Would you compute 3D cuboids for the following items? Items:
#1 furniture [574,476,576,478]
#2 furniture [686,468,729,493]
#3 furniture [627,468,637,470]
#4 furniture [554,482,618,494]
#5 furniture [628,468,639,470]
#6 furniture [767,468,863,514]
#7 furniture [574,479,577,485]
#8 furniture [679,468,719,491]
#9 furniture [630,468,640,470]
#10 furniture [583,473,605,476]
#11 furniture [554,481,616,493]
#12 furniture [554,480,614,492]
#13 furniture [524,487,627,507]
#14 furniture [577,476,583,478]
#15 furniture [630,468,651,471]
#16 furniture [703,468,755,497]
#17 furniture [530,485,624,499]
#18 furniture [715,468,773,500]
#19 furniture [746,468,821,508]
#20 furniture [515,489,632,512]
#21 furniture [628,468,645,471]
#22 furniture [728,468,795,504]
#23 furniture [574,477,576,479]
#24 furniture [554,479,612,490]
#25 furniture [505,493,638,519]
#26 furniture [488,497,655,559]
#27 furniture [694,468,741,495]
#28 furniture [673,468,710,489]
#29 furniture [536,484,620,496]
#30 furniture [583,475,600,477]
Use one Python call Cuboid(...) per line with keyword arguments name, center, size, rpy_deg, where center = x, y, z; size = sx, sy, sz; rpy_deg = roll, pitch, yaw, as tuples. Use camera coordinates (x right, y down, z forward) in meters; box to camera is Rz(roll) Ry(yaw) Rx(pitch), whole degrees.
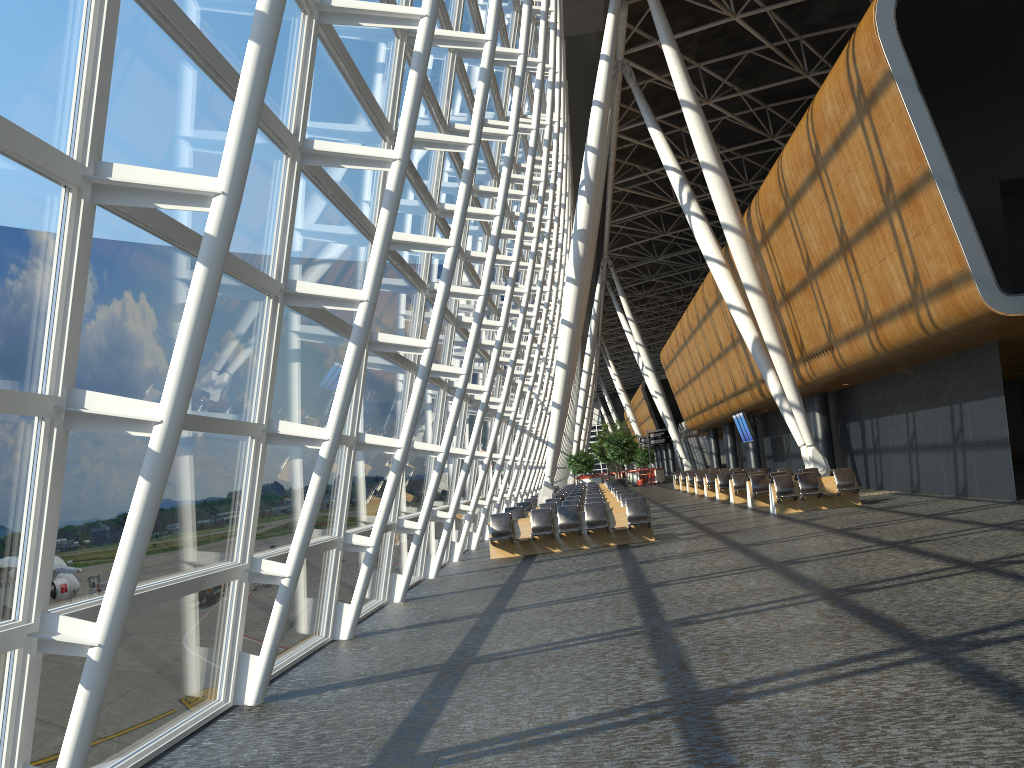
Cuboid(name="furniture", center=(8.099, 10.324, 95.730), size=(3.254, 0.868, 1.665), rpy_deg=(-7, -5, 5))
Cuboid(name="furniture", center=(8.554, 4.178, 38.325), size=(1.898, 0.868, 1.665), rpy_deg=(-7, -5, 5))
Cuboid(name="furniture", center=(14.694, 10.775, 107.416), size=(1.898, 0.868, 1.665), rpy_deg=(-7, -5, 5))
Cuboid(name="furniture", center=(2.756, 4.583, 35.603), size=(3.254, 0.868, 1.665), rpy_deg=(-7, -5, 5))
Cuboid(name="furniture", center=(14.428, 10.490, 104.428), size=(1.898, 0.868, 1.665), rpy_deg=(-7, -5, 5))
Cuboid(name="furniture", center=(6.961, 2.467, 20.397), size=(1.898, 0.868, 1.665), rpy_deg=(-7, -5, 5))
Cuboid(name="furniture", center=(6.772, 8.897, 80.790), size=(3.254, 0.868, 1.665), rpy_deg=(-7, -5, 5))
Cuboid(name="furniture", center=(8.820, 4.464, 41.313), size=(1.898, 0.868, 1.665), rpy_deg=(-7, -5, 5))
Cuboid(name="furniture", center=(14.162, 10.205, 101.440), size=(1.898, 0.868, 1.665), rpy_deg=(-7, -5, 5))
Cuboid(name="furniture", center=(7.304, 8.316, 76.625), size=(2.814, 1.007, 0.896), rpy_deg=(-2, -5, -43))
Cuboid(name="furniture", center=(3.022, 4.868, 38.591), size=(3.254, 0.868, 1.665), rpy_deg=(-7, -5, 5))
Cuboid(name="furniture", center=(3.287, 5.153, 41.579), size=(3.254, 0.868, 1.665), rpy_deg=(-7, -5, 5))
Cuboid(name="furniture", center=(1.960, 3.727, 26.639), size=(3.254, 0.868, 1.665), rpy_deg=(-7, -5, 5))
Cuboid(name="furniture", center=(5.633, 7.603, 68.019), size=(0.892, 1.005, 2.829), rpy_deg=(-8, -5, 17))
Cuboid(name="furniture", center=(9.936, 7.120, 68.317), size=(0.884, 1.006, 2.852), rpy_deg=(-5, -5, -28))
Cuboid(name="furniture", center=(8.023, 3.608, 32.349), size=(1.898, 0.868, 1.665), rpy_deg=(-7, -5, 5))
Cuboid(name="furniture", center=(2.225, 4.012, 29.627), size=(3.254, 0.868, 1.665), rpy_deg=(-7, -5, 5))
Cuboid(name="furniture", center=(7.758, 3.323, 29.361), size=(1.898, 0.868, 1.665), rpy_deg=(-7, -5, 5))
Cuboid(name="furniture", center=(7.227, 2.752, 23.385), size=(1.898, 0.868, 1.665), rpy_deg=(-7, -5, 5))
Cuboid(name="furniture", center=(1.694, 3.442, 23.651), size=(3.254, 0.868, 1.665), rpy_deg=(-7, -5, 5))
Cuboid(name="furniture", center=(9.933, 7.516, 72.039), size=(2.814, 1.007, 0.896), rpy_deg=(-2, -5, -43))
Cuboid(name="furniture", center=(7.492, 3.037, 26.373), size=(1.898, 0.868, 1.665), rpy_deg=(-7, -5, 5))
Cuboid(name="furniture", center=(7.568, 9.753, 89.754), size=(3.254, 0.868, 1.665), rpy_deg=(-7, -5, 5))
Cuboid(name="furniture", center=(3.553, 5.439, 44.566), size=(3.254, 0.868, 1.665), rpy_deg=(-7, -5, 5))
Cuboid(name="furniture", center=(1.429, 3.156, 20.663), size=(3.254, 0.868, 1.665), rpy_deg=(-7, -5, 5))
Cuboid(name="furniture", center=(1.163, 2.871, 17.675), size=(3.254, 0.868, 1.665), rpy_deg=(-7, -5, 5))
Cuboid(name="furniture", center=(8.289, 3.893, 35.337), size=(1.898, 0.868, 1.665), rpy_deg=(-7, -5, 5))
Cuboid(name="furniture", center=(9.085, 4.749, 44.301), size=(1.898, 0.868, 1.665), rpy_deg=(-7, -5, 5))
Cuboid(name="furniture", center=(2.491, 4.297, 32.615), size=(3.254, 0.868, 1.665), rpy_deg=(-7, -5, 5))
Cuboid(name="furniture", center=(5.883, 7.260, 65.071), size=(0.884, 1.006, 2.852), rpy_deg=(-5, -5, -28))
